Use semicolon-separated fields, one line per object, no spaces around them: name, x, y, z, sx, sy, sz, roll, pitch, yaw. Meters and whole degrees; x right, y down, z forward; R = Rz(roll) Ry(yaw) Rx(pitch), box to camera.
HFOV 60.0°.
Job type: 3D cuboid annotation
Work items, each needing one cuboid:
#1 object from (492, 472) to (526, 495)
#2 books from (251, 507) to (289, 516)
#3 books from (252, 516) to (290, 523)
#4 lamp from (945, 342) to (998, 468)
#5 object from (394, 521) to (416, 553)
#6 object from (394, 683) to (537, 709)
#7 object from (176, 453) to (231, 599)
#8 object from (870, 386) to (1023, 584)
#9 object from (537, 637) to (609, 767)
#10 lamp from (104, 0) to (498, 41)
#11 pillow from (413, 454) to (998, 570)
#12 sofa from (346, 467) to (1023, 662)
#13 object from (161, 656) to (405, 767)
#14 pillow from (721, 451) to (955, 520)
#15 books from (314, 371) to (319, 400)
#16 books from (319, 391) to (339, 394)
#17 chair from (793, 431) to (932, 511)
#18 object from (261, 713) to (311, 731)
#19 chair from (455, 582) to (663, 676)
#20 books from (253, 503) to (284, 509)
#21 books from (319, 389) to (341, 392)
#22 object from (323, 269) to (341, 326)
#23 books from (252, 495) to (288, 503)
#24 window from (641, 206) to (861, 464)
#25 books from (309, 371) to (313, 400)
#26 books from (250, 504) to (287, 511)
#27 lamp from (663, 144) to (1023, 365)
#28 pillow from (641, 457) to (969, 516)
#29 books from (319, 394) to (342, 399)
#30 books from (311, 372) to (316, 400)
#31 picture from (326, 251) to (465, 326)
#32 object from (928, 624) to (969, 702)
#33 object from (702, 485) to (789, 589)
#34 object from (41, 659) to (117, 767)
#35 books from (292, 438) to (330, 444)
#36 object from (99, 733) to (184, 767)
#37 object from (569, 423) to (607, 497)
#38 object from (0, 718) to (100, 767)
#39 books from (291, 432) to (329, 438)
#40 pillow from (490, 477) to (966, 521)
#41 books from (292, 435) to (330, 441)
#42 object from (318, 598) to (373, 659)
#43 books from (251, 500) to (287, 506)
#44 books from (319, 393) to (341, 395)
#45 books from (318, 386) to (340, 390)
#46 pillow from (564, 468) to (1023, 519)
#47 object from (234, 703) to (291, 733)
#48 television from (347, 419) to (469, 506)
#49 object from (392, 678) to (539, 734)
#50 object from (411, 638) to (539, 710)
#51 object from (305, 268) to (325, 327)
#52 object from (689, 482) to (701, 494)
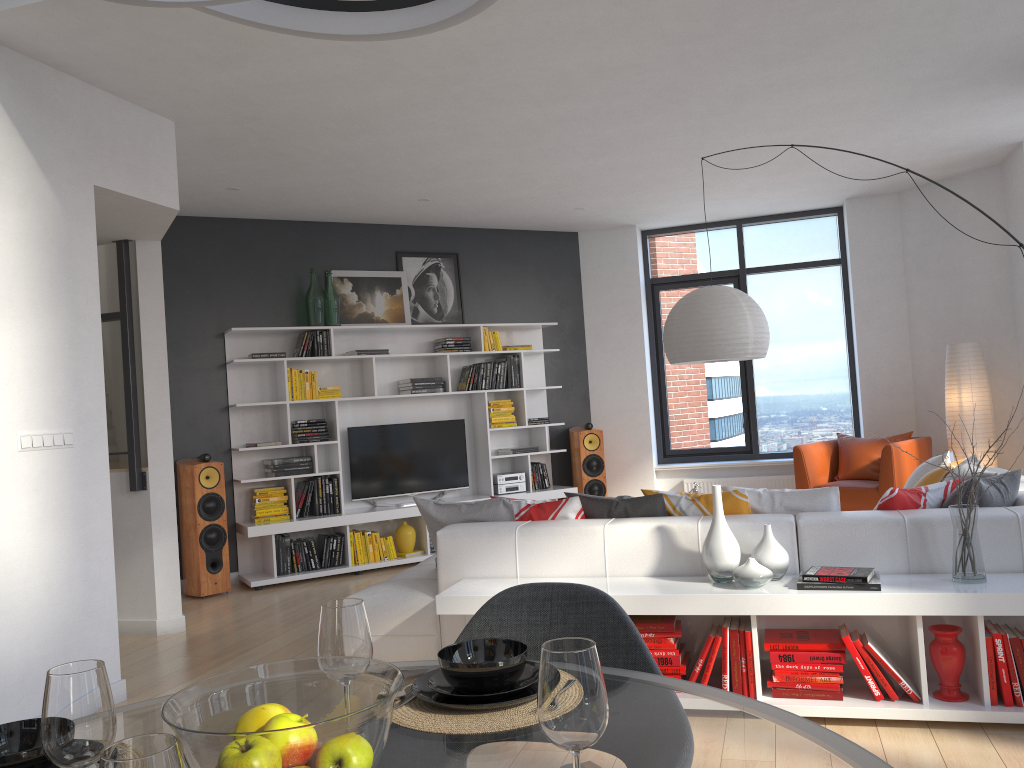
object;-0.059;0.915;8.183;0.285;0.174;0.270;-3;-2;-28
books;-1.966;1.028;7.192;0.255;0.044;0.198;-3;-2;-28
books;-1.953;1.089;7.179;0.270;0.029;0.204;-3;-2;-23
lamp;3.746;0.435;6.958;0.502;1.550;0.804;-3;-2;-23
object;-0.914;1.307;7.594;0.185;0.257;0.185;-5;-2;39
object;-0.060;0.538;1.557;0.309;0.015;0.206;-4;-2;21
object;-2.415;1.082;6.866;0.290;1.088;0.434;-2;-2;-43
object;1.724;0.376;3.325;0.607;0.744;0.406;-3;-2;-33
object;0.073;0.413;1.032;0.083;0.220;0.083;-3;-2;-23
lamp;-0.481;-2.763;1.146;1.000;4.513;1.000;-4;-2;18
pillow;0.990;0.694;4.605;2.953;0.453;0.647;-4;-2;4
sofa;1.154;0.969;5.063;3.424;0.732;2.614;-4;-2;17
object;-0.261;0.454;1.050;0.278;0.184;0.278;-5;-2;25
pillow;1.908;0.639;4.813;0.580;0.456;2.156;-5;-2;42
books;-1.655;0.017;7.409;0.024;0.234;0.172;-3;-2;-28
books;-1.545;0.074;7.431;0.169;0.018;0.113;-3;-2;-27
chair;2.997;0.844;7.471;0.843;0.858;0.896;-3;-2;-41
object;-0.265;0.420;1.042;0.069;0.062;0.070;-3;-2;-33
chair;0.009;0.871;1.621;0.655;0.891;0.619;-5;-2;23
books;-1.977;0.981;7.182;0.228;0.024;0.152;-3;-2;-24
books;-1.548;0.059;7.448;0.187;0.014;0.134;-3;-2;-28
object;-1.543;-0.725;7.551;0.157;0.507;0.157;-3;-2;-15
books;-1.967;0.932;7.209;0.250;0.035;0.185;-3;-2;-25
window;2.364;-0.448;8.880;1.960;2.402;0.170;-4;-2;17
books;-1.699;0.017;7.385;0.023;0.239;0.169;-3;-2;-28
books;-1.977;1.000;7.205;0.263;0.015;0.198;-3;-2;-25
lamp;2.021;-0.076;4.101;0.710;2.647;3.199;-3;-2;-37
pillow;1.649;0.670;4.629;2.095;0.440;0.630;-3;-2;-26
books;-1.546;0.111;7.446;0.190;0.033;0.147;-3;-2;-28
books;-1.676;0.018;7.394;0.024;0.234;0.172;-3;-2;-28
picture;-1.026;-0.845;7.954;1.279;0.707;0.076;-3;-2;-28
object;1.641;1.047;3.336;0.125;0.258;0.125;-4;-2;-6
object;0.938;0.612;3.641;0.316;0.398;0.319;-5;-2;41
object;-0.525;0.455;1.080;0.083;0.220;0.083;-5;-2;45
books;-1.667;0.472;7.353;0.263;0.026;0.189;-3;-2;-30
object;-0.326;0.434;0.791;0.083;0.220;0.083;-3;-2;-23
object;0.726;0.915;8.558;0.290;1.088;0.434;-4;-2;-13
object;-0.716;0.545;1.274;0.258;0.074;0.258;-4;-2;-3
books;-1.685;0.420;7.369;0.266;0.030;0.209;-3;-2;-30
pillow;0.989;0.715;4.258;2.250;0.449;0.575;-4;-2;14
books;-1.669;0.446;7.355;0.270;0.025;0.189;-3;-2;-29
object;-0.252;0.444;1.355;0.083;0.220;0.083;-4;-2;-12
books;-1.976;0.960;7.205;0.251;0.019;0.180;-3;-2;-28
books;-1.549;0.089;7.450;0.196;0.011;0.148;-3;-2;-28
books;-1.559;0.040;7.457;0.186;0.026;0.138;-3;-2;-28
pillow;1.302;0.665;4.174;2.120;0.436;0.608;-4;-2;12
object;-0.306;0.436;1.102;0.078;0.073;0.077;-3;-2;-23
television;-0.900;0.696;7.813;1.102;0.704;0.207;-3;-2;-28
object;-0.050;0.545;1.554;0.360;0.002;0.360;-3;-2;-31
object;-0.049;0.507;1.566;0.258;0.074;0.258;-4;-2;-3
object;-1.653;-0.720;7.427;0.157;0.507;0.157;-3;-2;-15
object;1.124;0.778;5.813;0.330;0.265;0.330;-5;-2;41
